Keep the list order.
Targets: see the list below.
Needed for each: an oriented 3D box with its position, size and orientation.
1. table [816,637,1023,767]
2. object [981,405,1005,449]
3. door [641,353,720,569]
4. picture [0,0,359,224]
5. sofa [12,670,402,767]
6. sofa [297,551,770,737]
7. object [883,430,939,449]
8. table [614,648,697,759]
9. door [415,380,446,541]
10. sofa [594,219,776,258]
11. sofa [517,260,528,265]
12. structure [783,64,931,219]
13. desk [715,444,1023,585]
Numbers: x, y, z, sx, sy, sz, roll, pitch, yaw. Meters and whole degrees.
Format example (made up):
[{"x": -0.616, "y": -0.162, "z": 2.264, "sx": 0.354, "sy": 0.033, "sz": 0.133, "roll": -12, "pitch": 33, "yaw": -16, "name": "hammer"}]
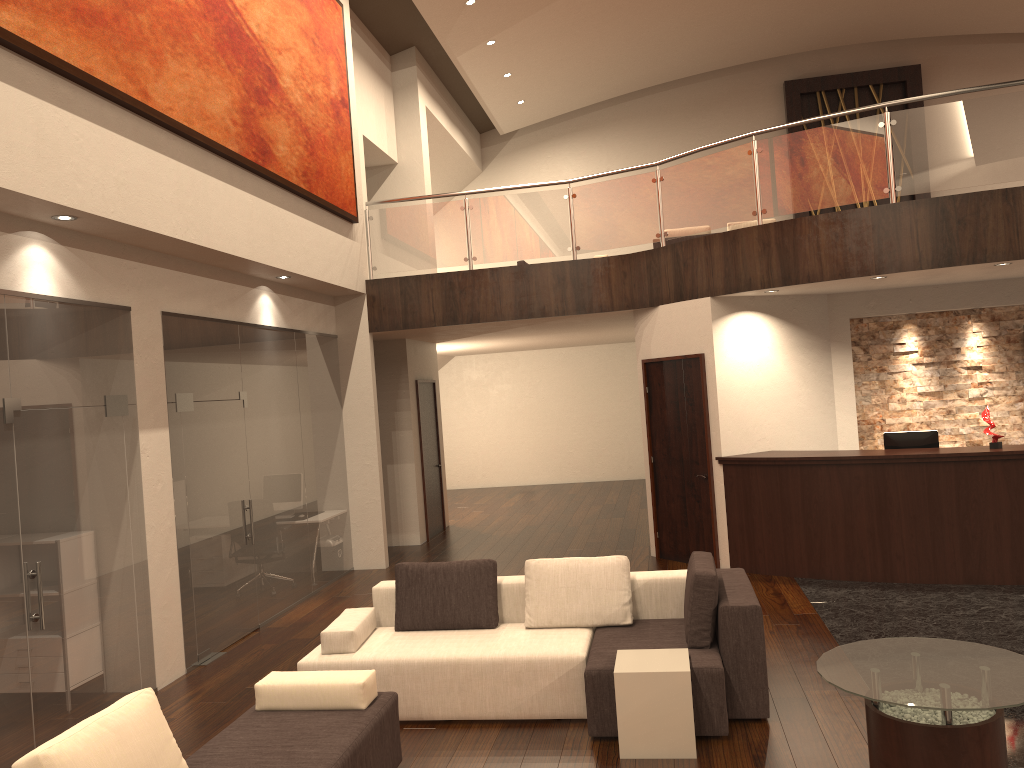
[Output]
[{"x": 1.648, "y": 1.501, "z": 3.438, "sx": 0.844, "sy": 0.795, "sz": 0.833, "roll": -4, "pitch": -1, "yaw": -41, "name": "table"}, {"x": 4.292, "y": 0.380, "z": 7.910, "sx": 0.163, "sy": 0.390, "sz": 0.165, "roll": -4, "pitch": 0, "yaw": 17, "name": "object"}, {"x": 1.812, "y": 0.817, "z": 9.549, "sx": 0.104, "sy": 2.232, "sz": 0.990, "roll": -4, "pitch": 0, "yaw": -30, "name": "door"}, {"x": -2.425, "y": -3.092, "z": 7.013, "sx": 0.070, "sy": 2.526, "sz": 6.485, "roll": -4, "pitch": 0, "yaw": 10, "name": "picture"}, {"x": -0.626, "y": 1.632, "z": 3.126, "sx": 2.586, "sy": 0.862, "sz": 3.366, "roll": -4, "pitch": 0, "yaw": 10, "name": "sofa"}, {"x": 0.110, "y": 1.597, "z": 5.649, "sx": 2.846, "sy": 0.862, "sz": 1.291, "roll": -4, "pitch": 0, "yaw": 10, "name": "sofa"}, {"x": 3.847, "y": 0.697, "z": 8.526, "sx": 0.483, "sy": 0.485, "sz": 0.189, "roll": -4, "pitch": 0, "yaw": 25, "name": "object"}, {"x": 0.786, "y": 1.745, "z": 4.868, "sx": 0.400, "sy": 0.460, "sz": 0.400, "roll": -4, "pitch": 0, "yaw": 10, "name": "table"}, {"x": -1.182, "y": 1.058, "z": 12.791, "sx": 0.104, "sy": 2.232, "sz": 0.990, "roll": -4, "pitch": 0, "yaw": 10, "name": "door"}, {"x": 2.986, "y": -1.975, "z": 14.408, "sx": 3.366, "sy": 0.862, "sz": 2.586, "roll": -4, "pitch": 0, "yaw": 10, "name": "sofa"}, {"x": 1.659, "y": -1.866, "z": 16.153, "sx": 3.366, "sy": 0.862, "sz": 2.586, "roll": -4, "pitch": 0, "yaw": 10, "name": "sofa"}, {"x": 6.746, "y": -3.918, "z": 17.245, "sx": 2.524, "sy": 4.236, "sz": 0.187, "roll": -4, "pitch": 0, "yaw": 10, "name": "structure"}, {"x": 5.570, "y": 1.065, "z": 8.148, "sx": 7.146, "sy": 1.171, "sz": 1.674, "roll": -4, "pitch": 0, "yaw": 11, "name": "desk"}]
